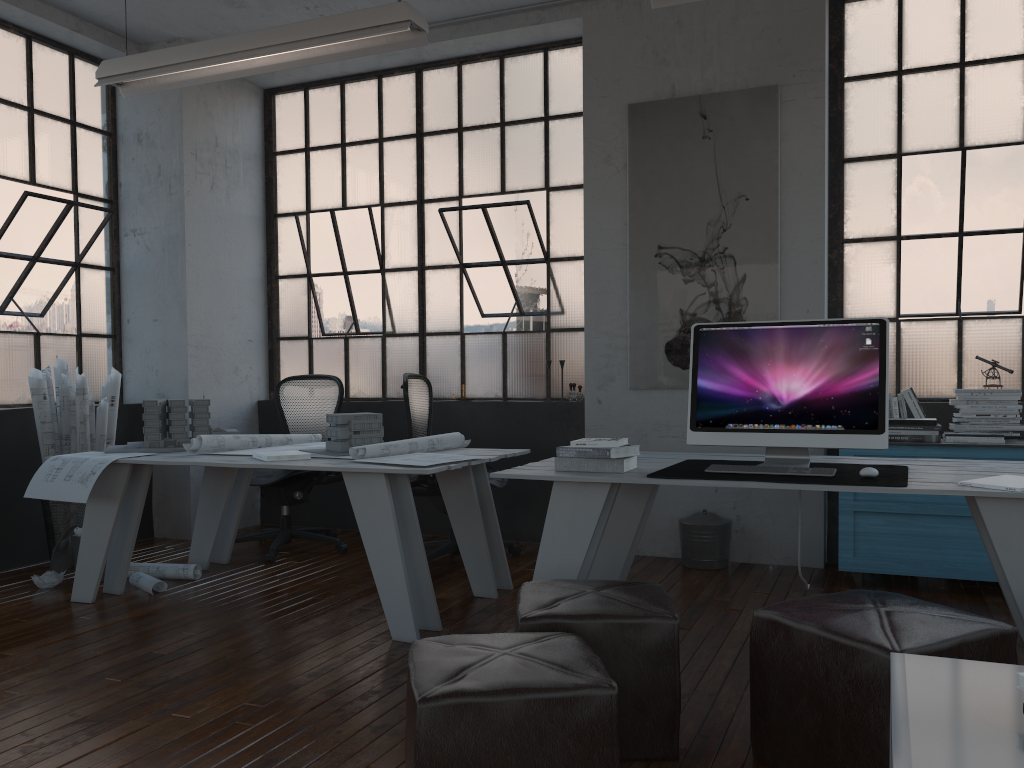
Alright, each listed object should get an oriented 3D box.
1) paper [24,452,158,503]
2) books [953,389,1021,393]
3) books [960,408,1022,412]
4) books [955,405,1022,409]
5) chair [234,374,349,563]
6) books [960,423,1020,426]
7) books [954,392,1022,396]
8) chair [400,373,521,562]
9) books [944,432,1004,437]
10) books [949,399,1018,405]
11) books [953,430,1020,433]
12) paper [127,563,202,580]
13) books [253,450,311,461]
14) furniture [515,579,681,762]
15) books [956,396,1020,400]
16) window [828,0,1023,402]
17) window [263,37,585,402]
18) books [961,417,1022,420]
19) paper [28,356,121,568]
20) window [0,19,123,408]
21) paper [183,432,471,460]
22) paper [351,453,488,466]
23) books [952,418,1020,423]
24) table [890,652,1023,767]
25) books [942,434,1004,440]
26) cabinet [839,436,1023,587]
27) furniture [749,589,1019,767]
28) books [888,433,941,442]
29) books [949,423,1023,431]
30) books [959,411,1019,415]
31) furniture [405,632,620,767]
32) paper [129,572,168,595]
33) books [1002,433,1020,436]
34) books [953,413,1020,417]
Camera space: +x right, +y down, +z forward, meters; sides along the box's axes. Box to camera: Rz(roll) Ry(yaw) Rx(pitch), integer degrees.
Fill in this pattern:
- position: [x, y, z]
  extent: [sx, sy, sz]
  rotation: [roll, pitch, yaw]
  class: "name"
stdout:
- position: [-1.977, 0.429, 4.150]
  extent: [0.439, 0.183, 0.434]
  rotation: [0, 1, 22]
  class: "paper"
- position: [2.383, 0.033, 4.460]
  extent: [0.288, 0.016, 0.182]
  rotation: [0, 0, 23]
  class: "books"
- position: [2.408, 0.130, 4.469]
  extent: [0.263, 0.017, 0.167]
  rotation: [0, 0, 23]
  class: "books"
- position: [2.405, 0.113, 4.485]
  extent: [0.288, 0.016, 0.182]
  rotation: [0, 0, 23]
  class: "books"
- position: [-1.364, 0.483, 5.442]
  extent: [0.770, 1.086, 0.792]
  rotation: [0, 1, 17]
  class: "chair"
- position: [2.405, 0.198, 4.471]
  extent: [0.254, 0.013, 0.160]
  rotation: [0, 0, 23]
  class: "books"
- position: [2.393, 0.049, 4.468]
  extent: [0.288, 0.016, 0.182]
  rotation: [0, 0, 23]
  class: "books"
- position: [-0.332, 0.476, 5.080]
  extent: [0.792, 1.086, 0.770]
  rotation: [-1, 1, -8]
  class: "chair"
- position: [2.239, 0.245, 4.308]
  extent: [0.251, 0.012, 0.202]
  rotation: [0, 0, 24]
  class: "books"
- position: [2.383, 0.091, 4.492]
  extent: [0.296, 0.028, 0.180]
  rotation: [0, 0, 23]
  class: "books"
- position: [2.388, 0.236, 4.469]
  extent: [0.285, 0.012, 0.159]
  rotation: [0, 0, 23]
  class: "books"
- position: [-1.858, 0.999, 4.702]
  extent: [0.466, 0.094, 0.113]
  rotation: [0, 1, 8]
  class: "paper"
- position: [-1.041, 0.324, 4.009]
  extent: [0.200, 0.024, 0.235]
  rotation: [-1, 0, -31]
  class: "books"
- position: [0.244, 0.831, 2.636]
  extent: [0.479, 0.440, 0.480]
  rotation: [0, 1, 1]
  class: "furniture"
- position: [2.395, 0.068, 4.469]
  extent: [0.273, 0.021, 0.174]
  rotation: [0, 0, 23]
  class: "books"
- position: [2.983, -1.038, 4.534]
  extent: [2.590, 2.393, 0.669]
  rotation: [0, 2, 23]
  class: "window"
- position: [-0.620, -1.016, 6.048]
  extent: [2.590, 2.393, 0.669]
  rotation: [0, 2, 23]
  class: "window"
- position: [2.407, 0.170, 4.459]
  extent: [0.256, 0.013, 0.160]
  rotation: [0, 0, 23]
  class: "books"
- position: [-2.466, 0.429, 5.062]
  extent: [0.412, 1.199, 0.440]
  rotation: [0, 2, 1]
  class: "paper"
- position: [-3.157, -0.985, 4.849]
  extent: [0.669, 2.393, 2.589]
  rotation: [0, 1, 23]
  class: "window"
- position: [-0.889, 0.290, 4.420]
  extent: [1.075, 0.106, 0.975]
  rotation: [0, 0, 23]
  class: "paper"
- position: [-0.387, 0.321, 3.811]
  extent: [0.428, 0.001, 0.484]
  rotation: [0, 0, 33]
  class: "paper"
- position: [2.395, 0.184, 4.491]
  extent: [0.288, 0.016, 0.182]
  rotation: [0, 0, 23]
  class: "books"
- position: [1.092, 0.806, 1.292]
  extent: [0.991, 0.445, 0.972]
  rotation: [0, 1, 23]
  class: "table"
- position: [2.235, 0.258, 4.303]
  extent: [0.248, 0.014, 0.187]
  rotation: [0, 0, 21]
  class: "books"
- position: [2.744, 0.640, 4.204]
  extent: [2.262, 0.733, 0.626]
  rotation: [0, 1, 23]
  class: "cabinet"
- position: [0.965, 0.816, 2.335]
  extent: [0.503, 0.461, 0.502]
  rotation: [-1, 1, -29]
  class: "furniture"
- position: [1.988, 0.264, 4.410]
  extent: [0.258, 0.032, 0.191]
  rotation: [0, 0, 25]
  class: "books"
- position: [2.394, 0.216, 4.476]
  extent: [0.331, 0.025, 0.176]
  rotation: [0, 0, 23]
  class: "books"
- position: [2.398, 0.145, 4.465]
  extent: [0.254, 0.012, 0.160]
  rotation: [0, 0, 23]
  class: "books"
- position: [-0.015, 0.841, 2.080]
  extent: [0.470, 0.431, 0.471]
  rotation: [-1, 1, -9]
  class: "furniture"
- position: [-1.846, 1.009, 4.492]
  extent: [0.083, 0.069, 0.341]
  rotation: [-1, 1, -42]
  class: "paper"
- position: [2.403, 0.249, 4.467]
  extent: [0.254, 0.012, 0.160]
  rotation: [0, 0, 23]
  class: "books"
- position: [2.390, 0.157, 4.475]
  extent: [0.285, 0.012, 0.159]
  rotation: [0, 0, 23]
  class: "books"
